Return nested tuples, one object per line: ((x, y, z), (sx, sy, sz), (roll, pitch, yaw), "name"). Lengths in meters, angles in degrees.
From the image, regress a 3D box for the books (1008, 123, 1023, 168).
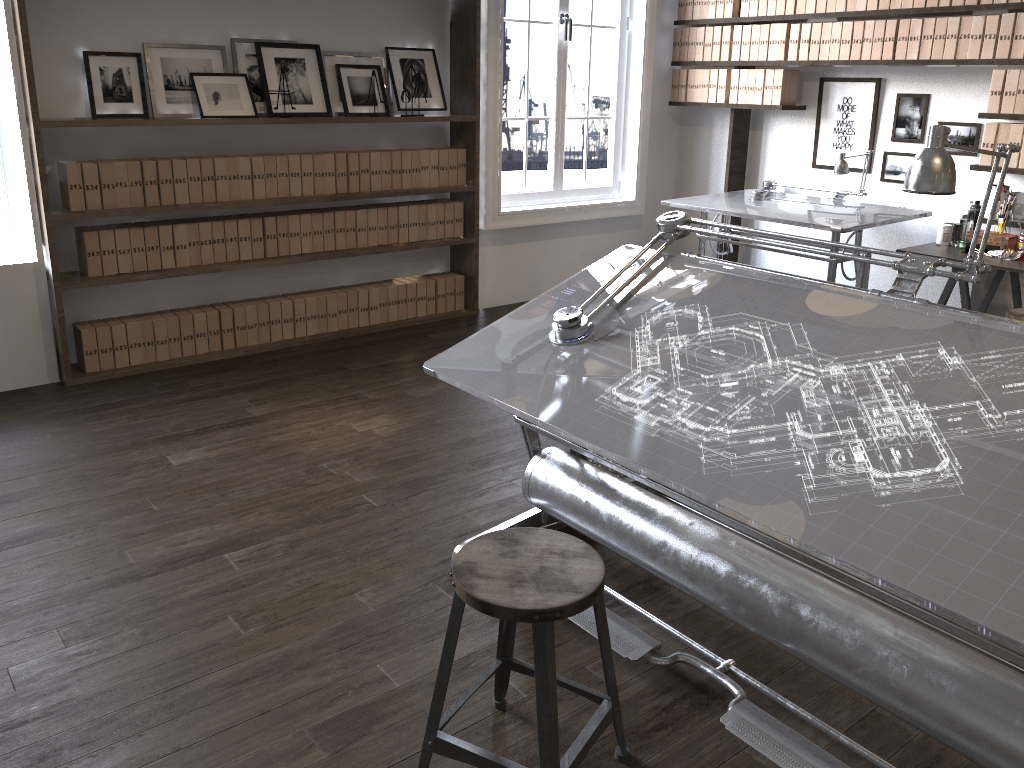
((2.692, -1.259, 4.679), (0.175, 0.222, 0.067), (-12, 21, -37), "books")

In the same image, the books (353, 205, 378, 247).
((-0.875, -0.947, 5.292), (0.067, 0.222, 0.176), (-12, 21, -36), "books")

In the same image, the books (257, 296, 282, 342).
((-1.380, -0.370, 5.044), (0.067, 0.222, 0.176), (-12, 21, -37), "books")

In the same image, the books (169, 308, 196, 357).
((-1.770, -0.278, 4.753), (0.067, 0.222, 0.176), (-12, 21, -37), "books")

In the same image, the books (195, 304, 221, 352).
((-1.659, -0.305, 4.839), (0.067, 0.222, 0.176), (-12, 21, -36), "books")

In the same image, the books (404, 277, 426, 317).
((-0.620, -0.554, 5.626), (0.067, 0.222, 0.176), (-12, 21, -37), "books")

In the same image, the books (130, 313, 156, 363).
((-1.930, -0.239, 4.630), (0.067, 0.222, 0.176), (-12, 21, -37), "books")

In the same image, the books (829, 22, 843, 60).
((2.010, -2.070, 5.368), (0.175, 0.222, 0.067), (-12, 21, -37), "books")

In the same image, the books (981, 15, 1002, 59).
((2.569, -1.827, 4.687), (0.175, 0.222, 0.067), (-12, 21, -37), "books")

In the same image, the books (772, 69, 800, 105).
((1.770, -1.917, 5.731), (0.175, 0.222, 0.067), (-12, 21, -37), "books")

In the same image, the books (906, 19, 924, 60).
((2.315, -1.938, 4.997), (0.175, 0.222, 0.067), (-12, 21, -37), "books")

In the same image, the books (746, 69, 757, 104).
((1.642, -1.972, 5.886), (0.175, 0.222, 0.067), (-12, 21, -37), "books")

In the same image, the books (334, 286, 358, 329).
((-1.000, -0.464, 5.340), (0.067, 0.222, 0.176), (-12, 21, -36), "books")

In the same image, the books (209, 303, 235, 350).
((-1.597, -0.318, 4.880), (0.067, 0.222, 0.176), (-12, 21, -37), "books")

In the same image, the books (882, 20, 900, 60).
((2.224, -1.977, 5.106), (0.175, 0.222, 0.067), (-12, 21, -37), "books")

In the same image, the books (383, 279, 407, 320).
((-0.734, -0.528, 5.545), (0.067, 0.222, 0.176), (-12, 21, -36), "books")

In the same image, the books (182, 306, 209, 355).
((-1.712, -0.290, 4.793), (0.067, 0.222, 0.176), (-12, 21, -36), "books")

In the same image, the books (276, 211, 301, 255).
((-1.262, -0.852, 4.994), (0.067, 0.222, 0.176), (-12, 21, -37), "books")

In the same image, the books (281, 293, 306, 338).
((-1.266, -0.398, 5.133), (0.067, 0.222, 0.176), (-12, 21, -36), "books")

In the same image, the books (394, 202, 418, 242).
((-0.654, -1.000, 5.462), (0.067, 0.222, 0.176), (-12, 21, -37), "books")

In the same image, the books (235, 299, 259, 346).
((-1.489, -0.345, 4.966), (0.067, 0.222, 0.176), (-12, 21, -37), "books")

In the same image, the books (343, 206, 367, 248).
((-0.930, -0.932, 5.246), (0.067, 0.222, 0.176), (-12, 21, -36), "books")

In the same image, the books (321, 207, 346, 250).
((-1.039, -0.908, 5.169), (0.067, 0.222, 0.176), (-12, 21, -36), "books")

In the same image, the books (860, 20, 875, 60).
((2.139, -2.015, 5.213), (0.175, 0.222, 0.067), (-12, 21, -37), "books")

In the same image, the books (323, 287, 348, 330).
((-1.056, -0.451, 5.300), (0.067, 0.222, 0.176), (-12, 21, -36), "books")

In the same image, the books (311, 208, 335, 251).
((-1.099, -0.894, 5.125), (0.067, 0.222, 0.176), (-12, 21, -36), "books")

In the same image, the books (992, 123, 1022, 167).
((2.654, -1.277, 4.727), (0.175, 0.222, 0.067), (-12, 21, -37), "books")

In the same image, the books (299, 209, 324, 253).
((-1.155, -0.881, 5.084), (0.067, 0.222, 0.176), (-12, 21, -36), "books")

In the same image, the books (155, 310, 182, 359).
((-1.826, -0.265, 4.711), (0.067, 0.222, 0.176), (-12, 21, -37), "books")

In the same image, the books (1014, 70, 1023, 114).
((2.697, -1.516, 4.606), (0.175, 0.222, 0.067), (-12, 21, -37), "books")

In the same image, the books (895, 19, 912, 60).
((2.274, -1.958, 5.053), (0.175, 0.222, 0.067), (-12, 21, -37), "books")

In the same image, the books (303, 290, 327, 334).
((-1.161, -0.425, 5.216), (0.067, 0.222, 0.176), (-12, 21, -37), "books")

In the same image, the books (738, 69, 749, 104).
((1.602, -1.989, 5.932), (0.175, 0.222, 0.067), (-12, 21, -37), "books")

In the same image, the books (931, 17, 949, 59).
((2.406, -1.900, 4.893), (0.175, 0.222, 0.067), (-12, 21, -37), "books")

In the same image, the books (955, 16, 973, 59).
((2.488, -1.864, 4.791), (0.175, 0.222, 0.067), (-12, 21, -37), "books")

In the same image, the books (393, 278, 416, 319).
((-0.678, -0.542, 5.587), (0.067, 0.222, 0.176), (-12, 21, -36), "books")

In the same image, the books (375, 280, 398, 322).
((-0.783, -0.514, 5.500), (0.067, 0.222, 0.176), (-12, 21, -37), "books")

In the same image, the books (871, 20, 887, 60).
((2.182, -1.997, 5.165), (0.175, 0.222, 0.067), (-12, 21, -37), "books")

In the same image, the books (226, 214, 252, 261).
((-1.487, -0.798, 4.824), (0.067, 0.222, 0.176), (-12, 21, -37), "books")

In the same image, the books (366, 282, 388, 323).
((-0.838, -0.503, 5.463), (0.067, 0.222, 0.176), (-12, 21, -36), "books")

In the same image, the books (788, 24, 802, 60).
((1.829, -2.148, 5.587), (0.175, 0.222, 0.067), (-12, 21, -37), "books")

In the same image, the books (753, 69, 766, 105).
((1.680, -1.954, 5.833), (0.175, 0.222, 0.067), (-12, 21, -37), "books")

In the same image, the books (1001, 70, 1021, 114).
((2.657, -1.533, 4.652), (0.175, 0.222, 0.067), (-12, 21, -37), "books")

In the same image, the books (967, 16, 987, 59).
((2.526, -1.847, 4.743), (0.175, 0.222, 0.067), (-12, 21, -37), "books")

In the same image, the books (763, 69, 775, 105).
((1.728, -1.936, 5.785), (0.175, 0.222, 0.067), (-12, 21, -37), "books")

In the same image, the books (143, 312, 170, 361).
((-1.875, -0.250, 4.666), (0.067, 0.222, 0.176), (-12, 21, -36), "books")

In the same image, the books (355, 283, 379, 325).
((-0.886, -0.490, 5.424), (0.067, 0.222, 0.176), (-12, 21, -36), "books")

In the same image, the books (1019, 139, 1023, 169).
((2.736, -1.240, 4.624), (0.175, 0.222, 0.067), (-12, 21, -37), "books")

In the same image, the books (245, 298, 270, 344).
((-1.437, -0.356, 5.000), (0.067, 0.222, 0.176), (-12, 21, -36), "books")

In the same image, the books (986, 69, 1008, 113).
((2.611, -1.552, 4.706), (0.175, 0.222, 0.067), (-12, 21, -37), "books")

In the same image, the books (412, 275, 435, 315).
((-0.567, -0.569, 5.673), (0.067, 0.222, 0.176), (-12, 21, -37), "books")

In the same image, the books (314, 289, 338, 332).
((-1.106, -0.436, 5.253), (0.067, 0.222, 0.176), (-12, 21, -36), "books")

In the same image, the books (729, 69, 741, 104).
((1.555, -2.008, 5.986), (0.175, 0.222, 0.067), (-12, 21, -37), "books")

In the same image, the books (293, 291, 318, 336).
((-1.210, -0.412, 5.178), (0.067, 0.222, 0.176), (-12, 21, -37), "books")

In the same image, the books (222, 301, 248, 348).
((-1.542, -0.333, 4.928), (0.067, 0.222, 0.176), (-12, 21, -36), "books")

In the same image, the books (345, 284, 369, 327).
((-0.942, -0.476, 5.380), (0.067, 0.222, 0.176), (-12, 21, -37), "books")

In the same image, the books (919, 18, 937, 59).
((2.362, -1.919, 4.946), (0.175, 0.222, 0.067), (-12, 21, -37), "books")

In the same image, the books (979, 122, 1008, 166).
((2.609, -1.293, 4.775), (0.175, 0.222, 0.067), (-12, 21, -37), "books")

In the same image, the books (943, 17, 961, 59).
((2.443, -1.881, 4.839), (0.175, 0.222, 0.067), (-12, 21, -37), "books")

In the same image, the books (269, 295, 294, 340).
((-1.325, -0.384, 5.090), (0.067, 0.222, 0.176), (-12, 21, -37), "books")
